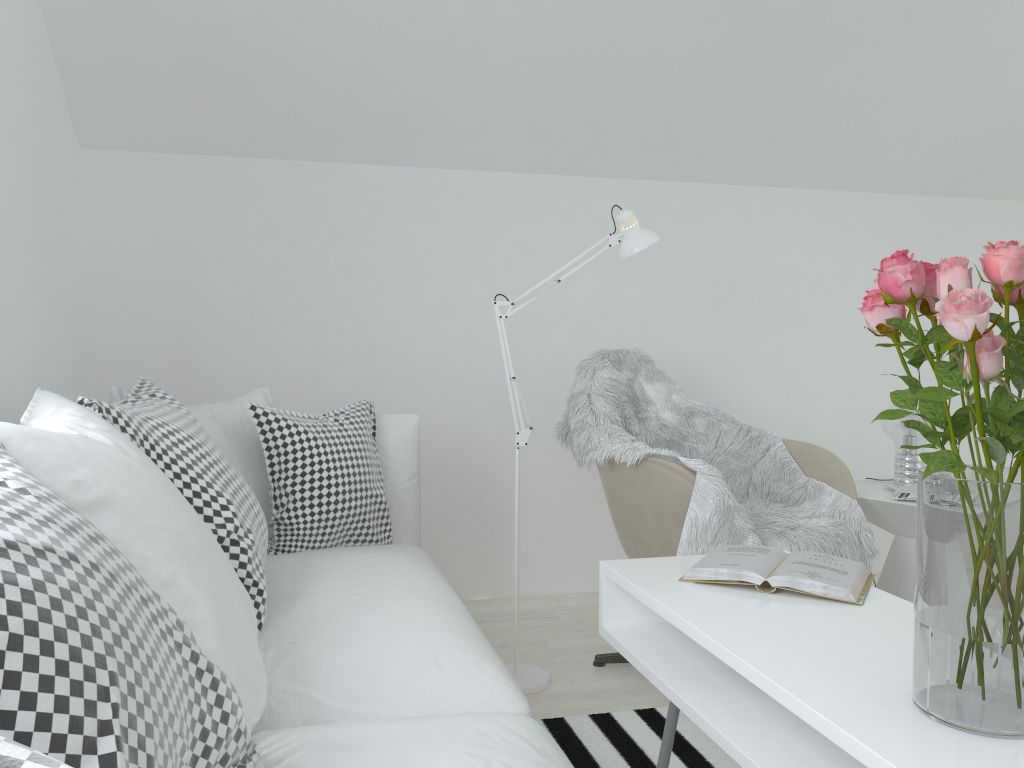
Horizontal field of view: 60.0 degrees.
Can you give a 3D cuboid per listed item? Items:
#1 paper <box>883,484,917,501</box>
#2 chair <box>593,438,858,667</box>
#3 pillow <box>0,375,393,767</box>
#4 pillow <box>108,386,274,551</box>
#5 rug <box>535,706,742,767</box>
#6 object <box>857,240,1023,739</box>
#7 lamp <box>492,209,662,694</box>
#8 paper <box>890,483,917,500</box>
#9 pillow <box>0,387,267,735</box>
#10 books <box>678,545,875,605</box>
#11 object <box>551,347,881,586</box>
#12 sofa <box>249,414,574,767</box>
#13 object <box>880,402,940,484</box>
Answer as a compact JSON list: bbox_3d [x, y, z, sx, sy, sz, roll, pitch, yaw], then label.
[{"bbox_3d":[1.306,0.339,2.724,0.205,0.015,0.312,0,3,1],"label":"paper"},{"bbox_3d":[0.573,0.391,2.701,0.719,0.941,0.776,-2,3,-39],"label":"chair"},{"bbox_3d":[-0.424,0.271,1.325,0.676,0.513,2.488,0,3,-12],"label":"pillow"},{"bbox_3d":[-0.778,0.240,2.202,0.333,0.498,0.623,1,3,19],"label":"pillow"},{"bbox_3d":[1.333,0.915,1.679,4.362,0.004,1.846,0,3,-14],"label":"rug"},{"bbox_3d":[0.627,0.120,1.133,0.327,0.599,0.350,1,3,6],"label":"object"},{"bbox_3d":[0.179,0.178,2.570,0.527,1.373,0.196,0,3,-10],"label":"lamp"},{"bbox_3d":[1.305,0.336,2.724,0.205,0.024,0.312,2,3,36],"label":"paper"},{"bbox_3d":[-0.561,0.269,1.296,0.391,0.505,0.599,0,3,-14],"label":"pillow"},{"bbox_3d":[0.531,0.370,1.773,0.342,0.040,0.231,2,3,28],"label":"books"},{"bbox_3d":[0.576,0.285,2.688,0.784,0.789,0.954,-1,3,-34],"label":"object"},{"bbox_3d":[-0.387,0.534,1.347,0.917,0.768,2.647,0,3,-14],"label":"sofa"},{"bbox_3d":[1.327,0.196,2.958,0.185,0.279,0.185,-1,3,-21],"label":"object"}]
